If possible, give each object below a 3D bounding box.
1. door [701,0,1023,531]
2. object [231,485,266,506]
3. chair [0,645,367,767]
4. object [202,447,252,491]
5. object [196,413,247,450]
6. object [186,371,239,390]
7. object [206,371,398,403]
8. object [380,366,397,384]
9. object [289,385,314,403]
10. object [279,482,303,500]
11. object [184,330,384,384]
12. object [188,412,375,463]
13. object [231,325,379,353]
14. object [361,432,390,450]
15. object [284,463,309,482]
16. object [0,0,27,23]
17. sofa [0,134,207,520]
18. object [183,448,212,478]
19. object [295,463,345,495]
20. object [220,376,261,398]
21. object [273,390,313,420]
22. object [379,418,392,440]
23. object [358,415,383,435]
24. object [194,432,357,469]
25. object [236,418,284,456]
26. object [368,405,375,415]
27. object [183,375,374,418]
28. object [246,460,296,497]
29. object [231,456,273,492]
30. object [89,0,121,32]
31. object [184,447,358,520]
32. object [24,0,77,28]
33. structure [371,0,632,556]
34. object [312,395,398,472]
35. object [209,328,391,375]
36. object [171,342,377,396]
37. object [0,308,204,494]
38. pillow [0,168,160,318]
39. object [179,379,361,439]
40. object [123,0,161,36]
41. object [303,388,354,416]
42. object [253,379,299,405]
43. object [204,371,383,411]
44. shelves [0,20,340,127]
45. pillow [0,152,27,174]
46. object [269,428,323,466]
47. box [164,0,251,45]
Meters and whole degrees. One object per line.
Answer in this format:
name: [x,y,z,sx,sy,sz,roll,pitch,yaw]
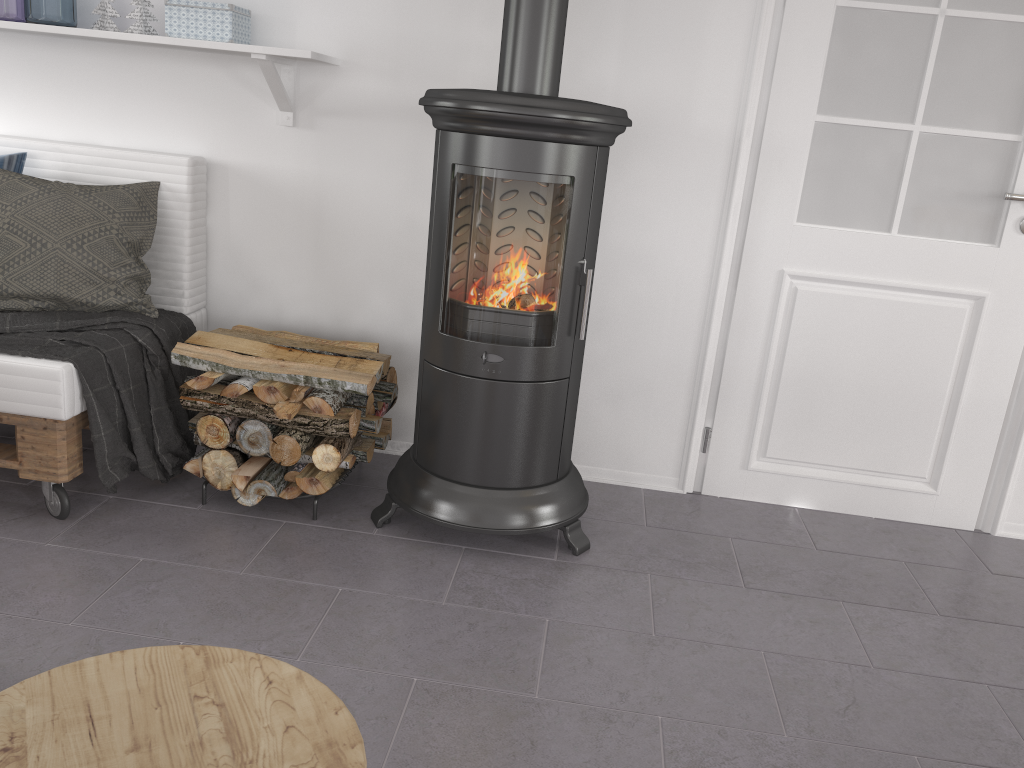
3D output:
door: [1.151,-0.533,2.633,0.902,2.013,0.101,7,16,5]
object: [-0.684,0.231,2.682,0.095,0.063,0.562,7,16,5]
chair: [-0.383,0.604,0.930,0.431,0.479,0.431,6,16,1]
object: [-0.766,0.181,2.703,0.118,0.142,0.520,8,16,8]
object: [-0.796,0.064,2.673,0.103,0.107,0.516,7,16,3]
object: [-0.796,-0.058,2.596,0.098,0.061,0.467,8,16,6]
object: [-0.623,-0.018,2.652,0.562,0.057,0.097,7,16,4]
object: [-0.608,-0.036,2.769,0.483,0.097,0.123,8,16,6]
object: [-0.553,-0.023,2.570,0.044,0.034,0.425,7,16,4]
object: [-0.582,0.232,2.689,0.096,0.067,0.467,7,16,5]
object: [-0.652,-0.073,2.535,0.562,0.074,0.095,7,16,5]
object: [-0.677,0.162,2.607,0.539,0.070,0.101,7,16,5]
object: [-0.631,-0.119,2.717,0.467,0.063,0.095,7,16,4]
object: [-0.656,0.132,2.705,0.562,0.063,0.095,7,16,5]
object: [-0.584,0.197,2.647,0.046,0.033,0.425,7,16,5]
object: [-1.483,-1.199,2.594,0.111,0.270,0.111,13,18,22]
sofa: [-2.163,-0.026,1.676,2.017,0.932,2.855,7,16,5]
object: [-0.856,0.156,2.723,0.052,0.056,0.561,7,16,5]
object: [-0.524,0.221,2.648,0.096,0.060,0.467,7,16,5]
object: [-0.713,-0.047,2.595,0.098,0.060,0.467,8,16,8]
object: [-0.575,-0.001,2.558,0.059,0.048,0.529,7,16,5]
object: [-0.650,0.105,2.808,0.569,0.078,0.115,7,16,5]
object: [-0.652,0.075,2.537,0.562,0.063,0.095,7,16,5]
object: [-0.678,0.182,2.524,0.468,0.069,0.095,7,16,4]
object: [-0.686,0.084,2.640,0.110,0.109,0.463,7,16,3]
object: [-0.643,0.044,2.617,0.467,0.067,0.098,8,16,6]
object: [-0.671,0.030,2.557,0.538,0.082,0.099,7,16,4]
object: [-0.641,0.198,2.657,0.097,0.056,0.562,7,16,4]
object: [-0.700,0.193,2.661,0.057,0.050,0.561,7,16,5]
object: [-1.213,-1.137,2.641,0.103,0.178,0.097,-4,19,-31]
object: [-0.680,0.242,2.706,0.456,0.118,0.478,7,16,5]
object: [-1.341,-1.211,2.568,0.137,0.335,0.137,4,16,-6]
structure: [0.135,-1.954,1.966,0.643,4.887,0.626,0,17,-18]
object: [-0.470,0.112,2.628,0.118,0.142,0.520,8,16,8]
object: [-0.632,-0.096,2.635,0.541,0.070,0.101,7,16,5]
object: [-0.658,-0.043,2.432,0.571,0.079,0.115,7,16,5]
object: [-1.660,-0.026,2.566,1.449,0.508,0.716,4,16,-5]
pillow: [-1.297,-0.403,2.582,0.519,0.395,0.334,1,17,-17]
object: [-0.661,0.069,2.435,0.480,0.104,0.126,8,16,6]
object: [-1.086,-1.104,2.602,0.088,0.161,0.093,10,17,14]
object: [-0.484,-0.016,2.573,0.098,0.088,0.466,8,16,6]
object: [-0.624,-0.036,2.587,0.096,0.068,0.467,7,16,4]
object: [-0.659,0.011,2.684,0.539,0.070,0.101,7,16,5]
shelves: [-1.447,-0.966,2.672,1.820,0.212,0.269,7,16,5]
pillow: [-1.719,-0.474,2.595,0.526,0.428,0.311,1,17,-16]
object: [-0.585,0.107,2.635,0.102,0.102,0.561,7,16,4]
box: [-0.887,-1.052,2.594,0.202,0.110,0.137,7,16,5]
